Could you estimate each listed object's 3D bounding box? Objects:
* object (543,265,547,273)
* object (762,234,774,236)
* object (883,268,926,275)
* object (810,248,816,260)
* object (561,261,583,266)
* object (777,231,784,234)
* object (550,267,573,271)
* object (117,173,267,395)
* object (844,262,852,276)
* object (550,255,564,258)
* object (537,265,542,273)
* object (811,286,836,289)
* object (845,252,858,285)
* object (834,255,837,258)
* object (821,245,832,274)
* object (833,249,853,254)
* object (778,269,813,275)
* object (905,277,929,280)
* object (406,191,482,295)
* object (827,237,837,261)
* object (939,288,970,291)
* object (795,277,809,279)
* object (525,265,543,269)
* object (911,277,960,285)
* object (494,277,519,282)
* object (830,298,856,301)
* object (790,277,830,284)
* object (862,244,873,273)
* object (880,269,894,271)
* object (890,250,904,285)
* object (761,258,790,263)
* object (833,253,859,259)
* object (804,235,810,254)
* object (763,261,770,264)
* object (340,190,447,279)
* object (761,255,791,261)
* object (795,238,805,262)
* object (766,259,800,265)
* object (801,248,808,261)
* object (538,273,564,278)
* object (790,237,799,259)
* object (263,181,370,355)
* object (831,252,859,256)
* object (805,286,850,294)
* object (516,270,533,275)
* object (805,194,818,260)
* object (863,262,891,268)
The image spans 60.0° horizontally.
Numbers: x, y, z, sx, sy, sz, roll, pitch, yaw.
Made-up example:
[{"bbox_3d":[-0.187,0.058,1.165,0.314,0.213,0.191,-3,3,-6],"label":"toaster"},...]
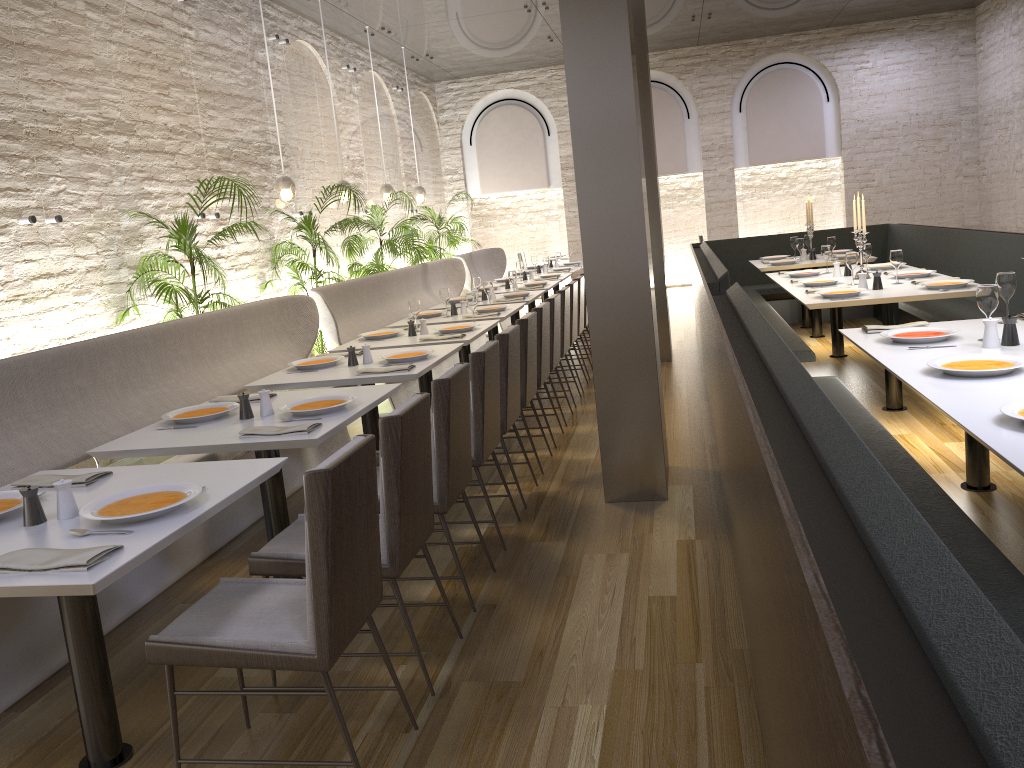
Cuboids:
[{"bbox_3d":[0.428,-1.514,11.576,0.060,0.109,0.059,-14,12,-42],"label":"object"},{"bbox_3d":[4.344,-2.485,14.868,0.323,0.036,0.322,-16,14,-43],"label":"object"},{"bbox_3d":[2.980,-0.850,6.728,0.272,0.033,0.143,-4,10,11],"label":"object"},{"bbox_3d":[3.046,-1.316,8.973,0.069,0.126,0.069,-12,11,-36],"label":"object"},{"bbox_3d":[0.859,-1.718,12.666,0.323,0.036,0.322,-15,14,-41],"label":"object"},{"bbox_3d":[3.350,-1.779,11.020,0.086,0.229,0.086,1,11,41],"label":"object"},{"bbox_3d":[0.653,-1.494,11.558,0.323,0.036,0.322,-15,14,-41],"label":"object"},{"bbox_3d":[-2.175,-0.413,6.141,1.146,1.963,1.195,2,12,41],"label":"object"},{"bbox_3d":[2.639,-0.907,6.960,0.068,0.126,0.069,-5,9,5],"label":"object"},{"bbox_3d":[0.784,-2.240,15.574,0.323,0.036,0.322,-16,14,-43],"label":"object"},{"bbox_3d":[0.351,-1.500,11.545,0.060,0.109,0.059,-14,12,-42],"label":"object"},{"bbox_3d":[2.224,-0.692,6.312,0.185,0.010,0.017,-4,10,11],"label":"object"},{"bbox_3d":[2.415,-0.818,6.289,0.086,0.229,0.087,-4,8,11],"label":"object"},{"bbox_3d":[3.389,-1.296,8.938,0.272,0.033,0.143,-4,10,11],"label":"object"},{"bbox_3d":[2.613,-1.034,7.358,0.086,0.229,0.087,-2,9,23],"label":"object"},{"bbox_3d":[3.447,-1.393,9.398,0.322,0.036,0.322,-12,12,-30],"label":"object"},{"bbox_3d":[2.461,-0.972,7.696,0.272,0.033,0.143,-4,10,11],"label":"object"},{"bbox_3d":[2.853,-0.742,6.210,0.181,0.015,0.038,-4,10,13],"label":"object"},{"bbox_3d":[-0.975,-1.705,12.535,1.146,1.963,1.194,-7,9,-8],"label":"object"},{"bbox_3d":[3.100,-1.309,8.586,0.087,0.229,0.086,-14,11,-42],"label":"object"},{"bbox_3d":[2.705,-0.580,5.410,0.181,0.015,0.038,-4,10,13],"label":"object"},{"bbox_3d":[2.379,-0.860,7.147,0.185,0.010,0.017,-4,10,11],"label":"object"},{"bbox_3d":[0.333,-1.682,12.772,0.323,0.036,0.322,-15,14,-41],"label":"object"},{"bbox_3d":[2.832,-0.689,5.928,0.272,0.033,0.143,-4,10,11],"label":"object"},{"bbox_3d":[-0.071,-1.242,10.593,0.323,0.036,0.322,-15,14,-41],"label":"object"},{"bbox_3d":[2.076,-0.530,5.513,0.185,0.010,0.017,-4,10,11],"label":"object"},{"bbox_3d":[2.307,-0.804,6.861,0.272,0.033,0.143,-4,10,11],"label":"object"},{"bbox_3d":[2.812,-0.995,7.029,0.086,0.229,0.087,-2,9,23],"label":"object"},{"bbox_3d":[3.008,-0.910,7.045,0.181,0.015,0.038,-4,10,13],"label":"object"},{"bbox_3d":[2.632,-0.799,6.060,0.086,0.229,0.086,-12,10,-36],"label":"object"},{"bbox_3d":[2.745,-1.281,9.227,0.272,0.033,0.143,-4,10,11],"label":"object"},{"bbox_3d":[3.312,-1.247,8.673,0.322,0.036,0.323,-8,11,-13],"label":"object"},{"bbox_3d":[3.181,-1.485,9.506,0.087,0.229,0.086,-9,9,-18],"label":"object"},{"bbox_3d":[2.717,-1.251,9.077,0.272,0.033,0.143,-4,10,11],"label":"object"},{"bbox_3d":[-1.434,-1.221,10.146,1.150,1.963,1.190,-13,11,-37],"label":"object"},{"bbox_3d":[2.827,-1.351,9.522,0.321,0.036,0.323,-5,10,7],"label":"object"},{"bbox_3d":[2.902,-1.348,8.915,0.087,0.229,0.086,-14,11,-42],"label":"object"},{"bbox_3d":[2.692,-1.204,8.798,0.322,0.036,0.323,-8,11,-13],"label":"object"},{"bbox_3d":[2.971,-1.316,9.012,0.069,0.126,0.069,-12,11,-36],"label":"object"},{"bbox_3d":[0.455,-1.278,10.487,0.323,0.036,0.322,-15,14,-41],"label":"object"},{"bbox_3d":[2.983,-1.437,9.356,0.087,0.229,0.086,-14,11,-42],"label":"object"},{"bbox_3d":[-1.794,-0.827,8.192,1.146,1.963,1.195,2,12,41],"label":"object"},{"bbox_3d":[3.417,-1.326,9.088,0.272,0.033,0.143,-4,10,11],"label":"object"},{"bbox_3d":[2.158,-0.642,6.061,0.272,0.033,0.143,-4,10,11],"label":"object"},{"bbox_3d":[0.128,-1.458,11.664,0.323,0.036,0.322,-15,14,-41],"label":"object"},{"bbox_3d":[3.048,-1.608,9.062,0.131,0.653,0.393,-3,9,22],"label":"object"},{"bbox_3d":[3.135,-1.018,7.563,0.272,0.033,0.143,-4,10,11],"label":"object"}]
